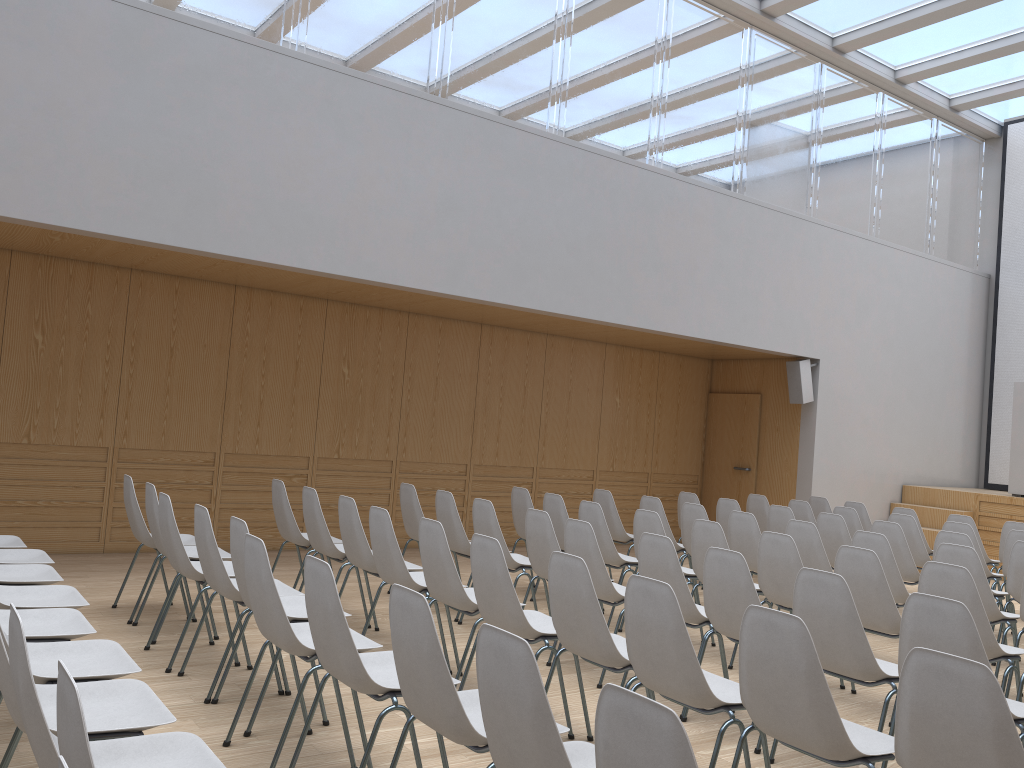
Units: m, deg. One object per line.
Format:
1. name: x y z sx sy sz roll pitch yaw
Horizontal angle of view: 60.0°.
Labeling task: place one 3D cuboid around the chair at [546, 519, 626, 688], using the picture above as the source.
1. chair: 0.544 1.225 5.119 0.506 0.876 0.479 6 -3 -35

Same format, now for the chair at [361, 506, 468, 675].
1. chair: -0.555 1.130 4.951 0.506 0.876 0.479 6 -3 -35

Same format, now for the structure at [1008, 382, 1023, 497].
1. structure: 6.429 0.688 10.608 0.605 1.379 0.605 6 -3 -35

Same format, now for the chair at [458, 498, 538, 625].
1. chair: -0.024 1.221 5.997 0.506 0.876 0.479 6 -3 -35

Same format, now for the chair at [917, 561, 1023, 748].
1. chair: 2.276 1.330 4.426 0.506 0.876 0.479 6 -3 -35

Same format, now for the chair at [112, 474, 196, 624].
1. chair: -2.241 1.031 5.684 0.506 0.876 0.479 6 -3 -35

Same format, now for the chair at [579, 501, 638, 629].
1. chair: 0.732 1.306 6.510 0.506 0.876 0.479 6 -3 -35

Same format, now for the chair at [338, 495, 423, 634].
1. chair: -0.820 1.131 5.428 0.506 0.876 0.479 6 -3 -35

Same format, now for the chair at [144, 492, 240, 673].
1. chair: -1.662 1.035 4.792 0.506 0.876 0.479 6 -3 -35

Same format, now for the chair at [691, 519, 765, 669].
1. chair: 1.406 1.323 5.744 0.506 0.876 0.479 6 -3 -35

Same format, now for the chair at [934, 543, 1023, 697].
1. chair: 2.837 1.422 5.442 0.506 0.876 0.479 6 -3 -35

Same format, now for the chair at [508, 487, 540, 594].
1. chair: 0.236 1.308 7.405 0.506 0.876 0.479 6 -3 -35

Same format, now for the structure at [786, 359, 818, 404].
1. structure: 3.465 -0.029 10.630 0.368 0.542 0.196 6 -3 -35

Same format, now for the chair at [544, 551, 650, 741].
1. chair: 0.395 1.147 3.721 0.506 0.876 0.479 6 -3 -35

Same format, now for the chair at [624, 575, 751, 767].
1. chair: 0.658 1.146 3.265 0.506 0.876 0.479 6 -3 -35

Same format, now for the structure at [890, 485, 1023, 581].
1. structure: 7.474 1.918 9.317 2.729 1.027 6.551 6 -3 -35

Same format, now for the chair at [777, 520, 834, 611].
1. chair: 2.183 1.410 6.288 0.506 0.876 0.479 6 -3 -35

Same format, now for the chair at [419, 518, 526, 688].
1. chair: -0.238 1.137 4.570 0.506 0.876 0.479 6 -3 -35

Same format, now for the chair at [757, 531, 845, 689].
1. chair: 1.713 1.326 5.291 0.506 0.876 0.479 6 -3 -35

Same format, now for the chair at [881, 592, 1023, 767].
1. chair: 1.726 1.236 3.370 0.506 0.876 0.479 6 -3 -35

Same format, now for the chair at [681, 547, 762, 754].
1. chair: 1.172 1.236 4.298 0.506 0.876 0.479 6 -3 -35

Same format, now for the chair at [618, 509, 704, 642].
1. chair: 1.086 1.317 6.150 0.506 0.876 0.479 6 -3 -35

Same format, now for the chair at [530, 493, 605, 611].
1. chair: 0.488 1.309 6.999 0.506 0.876 0.479 6 -3 -35

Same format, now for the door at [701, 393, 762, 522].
1. door: 2.809 1.134 11.588 0.108 2.024 0.873 6 -3 -35

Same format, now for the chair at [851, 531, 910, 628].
1. chair: 2.476 1.412 5.835 0.506 0.876 0.479 6 -3 -35

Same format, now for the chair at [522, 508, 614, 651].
1. chair: 0.325 1.228 5.549 0.506 0.876 0.479 6 -3 -35

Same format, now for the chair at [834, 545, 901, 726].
1. chair: 2.007 1.328 4.842 0.506 0.876 0.479 6 -3 -35

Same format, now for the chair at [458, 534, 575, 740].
1. chair: 0.050 1.137 4.091 0.506 0.876 0.479 6 -3 -35

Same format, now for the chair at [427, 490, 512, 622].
1. chair: -0.313 1.219 6.438 0.506 0.876 0.479 6 -3 -35

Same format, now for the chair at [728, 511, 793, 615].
1. chair: 1.875 1.405 6.690 0.506 0.876 0.479 6 -3 -35

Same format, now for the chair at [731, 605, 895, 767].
1. chair: 0.976 1.152 2.848 0.506 0.876 0.479 6 -3 -35

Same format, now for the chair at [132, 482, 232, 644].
1. chair: -1.937 1.036 5.285 0.506 0.876 0.479 6 -3 -35

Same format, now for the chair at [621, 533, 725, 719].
1. chair: 0.913 1.234 4.698 0.506 0.876 0.479 6 -3 -35

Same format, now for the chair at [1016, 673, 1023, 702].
1. chair: 2.567 1.331 3.977 0.506 0.876 0.479 6 -3 -35

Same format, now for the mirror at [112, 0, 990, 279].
1. mirror: -0.265 -3.396 7.968 17.830 2.089 0.253 6 -3 -35

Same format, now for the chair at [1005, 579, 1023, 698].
1. chair: 3.125 1.423 4.985 0.506 0.876 0.479 6 -3 -35

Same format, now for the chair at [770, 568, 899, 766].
1. chair: 1.459 1.236 3.821 0.506 0.876 0.479 6 -3 -35

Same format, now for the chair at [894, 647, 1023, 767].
1. chair: 1.301 1.157 2.417 0.506 0.876 0.479 6 -3 -35

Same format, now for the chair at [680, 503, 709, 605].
1. chair: 1.605 1.405 7.142 0.506 0.876 0.479 6 -3 -35
